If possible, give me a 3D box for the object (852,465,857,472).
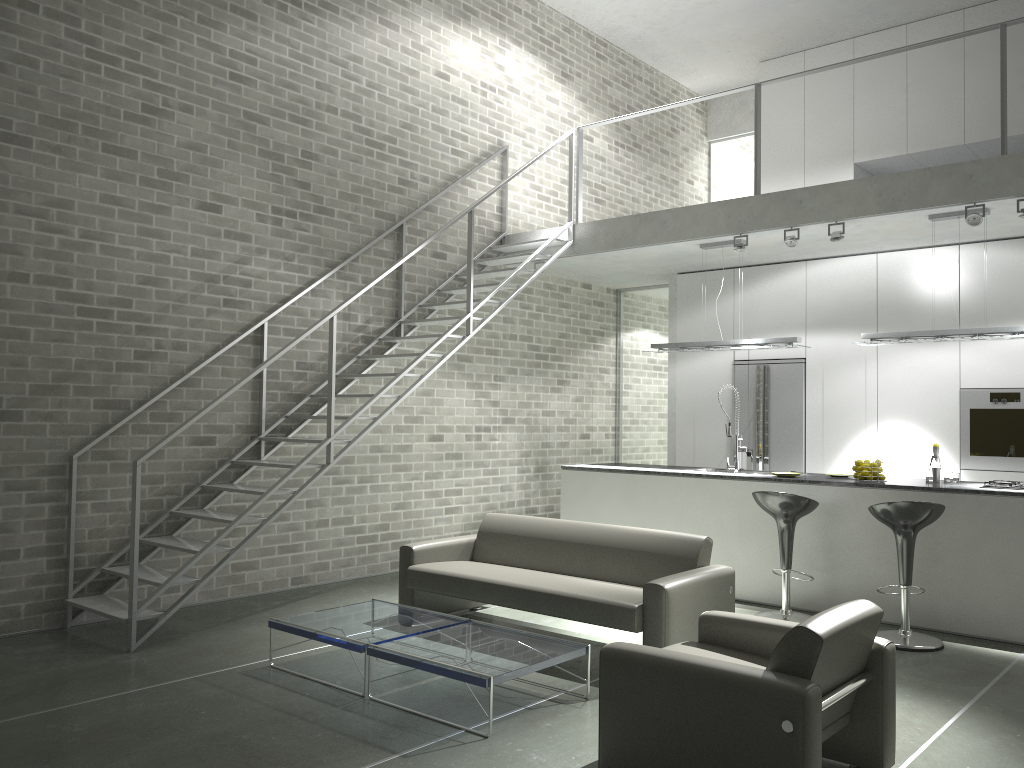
[{"bbox_3d":[2.611,0.643,6.731,0.053,0.051,0.063,1,-2,-1],"label":"object"}]

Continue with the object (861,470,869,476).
[{"bbox_3d":[2.625,0.664,6.596,0.061,0.054,0.052,1,-2,7],"label":"object"}]

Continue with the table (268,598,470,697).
[{"bbox_3d":[-0.803,1.458,5.005,0.820,0.270,0.800,-1,-3,40],"label":"table"}]

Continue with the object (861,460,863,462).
[{"bbox_3d":[2.640,0.604,6.738,0.052,0.060,0.057,0,-2,18],"label":"object"}]

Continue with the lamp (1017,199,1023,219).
[{"bbox_3d":[3.565,-1.217,6.132,0.109,0.135,0.109,1,-2,-2],"label":"lamp"}]

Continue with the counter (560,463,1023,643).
[{"bbox_3d":[2.410,1.214,7.017,4.400,0.960,0.900,-1,-3,40],"label":"counter"}]

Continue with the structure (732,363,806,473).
[{"bbox_3d":[2.559,0.754,8.835,0.743,1.900,0.160,-1,-3,40],"label":"structure"}]

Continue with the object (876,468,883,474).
[{"bbox_3d":[2.746,0.645,6.636,0.061,0.054,0.053,1,-2,-14],"label":"object"}]

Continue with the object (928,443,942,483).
[{"bbox_3d":[3.168,0.585,6.599,0.088,0.288,0.101,2,-2,-20],"label":"object"}]

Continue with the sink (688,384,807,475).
[{"bbox_3d":[1.986,0.519,7.558,0.987,1.023,0.546,-1,-3,40],"label":"sink"}]

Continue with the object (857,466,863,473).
[{"bbox_3d":[2.624,0.642,6.670,0.062,0.053,0.052,1,-2,2],"label":"object"}]

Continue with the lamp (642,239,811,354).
[{"bbox_3d":[1.873,-0.780,7.894,1.490,0.964,0.290,-1,-3,40],"label":"lamp"}]

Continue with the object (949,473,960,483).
[{"bbox_3d":[3.292,0.696,6.597,0.063,0.070,0.064,3,-3,-42],"label":"object"}]

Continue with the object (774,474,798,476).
[{"bbox_3d":[2.143,0.714,6.933,0.217,0.017,0.216,1,-2,-17],"label":"object"}]

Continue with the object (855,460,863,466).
[{"bbox_3d":[2.616,0.598,6.691,0.053,0.051,0.063,1,-2,-12],"label":"object"}]

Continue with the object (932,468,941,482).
[{"bbox_3d":[3.153,0.676,6.591,0.060,0.106,0.060,-1,-3,34],"label":"object"}]

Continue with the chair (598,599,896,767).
[{"bbox_3d":[0.924,1.204,3.546,0.910,0.717,0.963,-1,-3,40],"label":"chair"}]

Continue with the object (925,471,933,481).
[{"bbox_3d":[3.161,0.698,6.703,0.064,0.070,0.063,1,-2,-12],"label":"object"}]

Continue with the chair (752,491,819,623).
[{"bbox_3d":[1.937,1.214,6.270,0.464,0.931,0.457,2,-3,-36],"label":"chair"}]

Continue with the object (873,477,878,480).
[{"bbox_3d":[2.723,0.698,6.661,0.061,0.055,0.050,1,-2,-14],"label":"object"}]

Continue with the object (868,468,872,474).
[{"bbox_3d":[2.683,0.655,6.634,0.051,0.053,0.062,-1,-3,38],"label":"object"}]

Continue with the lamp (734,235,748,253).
[{"bbox_3d":[1.936,-1.189,7.506,0.109,0.136,0.109,1,-2,-8],"label":"lamp"}]

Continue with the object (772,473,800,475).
[{"bbox_3d":[2.143,0.709,6.933,0.217,0.017,0.216,1,-2,-17],"label":"object"}]

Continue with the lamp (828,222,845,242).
[{"bbox_3d":[2.562,-1.192,6.994,0.115,0.151,0.115,1,-2,-7],"label":"lamp"}]

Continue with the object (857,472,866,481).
[{"bbox_3d":[2.629,0.693,6.651,0.074,0.063,0.064,3,-3,-39],"label":"object"}]

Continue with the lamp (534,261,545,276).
[{"bbox_3d":[3.633,-1.123,8.610,6.854,0.136,0.110,1,-2,5],"label":"lamp"}]

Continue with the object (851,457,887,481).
[{"bbox_3d":[2.683,0.638,6.672,0.189,0.174,0.207,1,-2,-5],"label":"object"}]

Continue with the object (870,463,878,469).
[{"bbox_3d":[2.698,0.608,6.613,0.051,0.053,0.063,-1,-3,43],"label":"object"}]

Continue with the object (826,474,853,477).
[{"bbox_3d":[2.610,0.731,7.068,0.217,0.017,0.216,2,-2,-24],"label":"object"}]

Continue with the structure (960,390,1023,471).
[{"bbox_3d":[4.153,0.389,7.468,0.692,0.680,0.036,-1,-3,40],"label":"structure"}]

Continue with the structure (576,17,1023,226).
[{"bbox_3d":[2.768,-2.053,6.857,5.560,0.972,0.070,-1,-3,40],"label":"structure"}]

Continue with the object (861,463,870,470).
[{"bbox_3d":[2.640,0.619,6.620,0.061,0.052,0.053,-1,-3,43],"label":"object"}]

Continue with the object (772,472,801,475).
[{"bbox_3d":[2.143,0.704,6.933,0.217,0.017,0.216,1,-2,-17],"label":"object"}]

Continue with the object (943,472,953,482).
[{"bbox_3d":[3.290,0.699,6.690,0.064,0.070,0.063,1,-2,-12],"label":"object"}]

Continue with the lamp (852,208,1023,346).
[{"bbox_3d":[3.350,-0.806,6.643,1.490,0.964,0.290,-1,-3,40],"label":"lamp"}]

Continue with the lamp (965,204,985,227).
[{"bbox_3d":[3.302,-1.204,6.331,0.131,0.154,0.098,-1,-3,40],"label":"lamp"}]

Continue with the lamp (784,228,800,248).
[{"bbox_3d":[2.271,-1.188,7.212,0.115,0.151,0.115,1,-2,-7],"label":"lamp"}]

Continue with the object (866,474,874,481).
[{"bbox_3d":[2.665,0.693,6.604,0.051,0.053,0.063,-1,-3,38],"label":"object"}]

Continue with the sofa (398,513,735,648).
[{"bbox_3d":[0.267,1.275,5.685,2.114,0.717,0.902,-1,-3,40],"label":"sofa"}]

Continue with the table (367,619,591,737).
[{"bbox_3d":[-0.163,1.447,4.463,0.820,0.270,0.800,-1,-3,40],"label":"table"}]

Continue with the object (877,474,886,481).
[{"bbox_3d":[2.752,0.694,6.609,0.062,0.052,0.053,2,-2,-20],"label":"object"}]

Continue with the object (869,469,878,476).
[{"bbox_3d":[2.694,0.658,6.605,0.061,0.055,0.051,0,-2,10],"label":"object"}]

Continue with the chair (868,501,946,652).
[{"bbox_3d":[2.541,1.202,5.714,0.457,0.931,0.464,0,-2,21],"label":"chair"}]

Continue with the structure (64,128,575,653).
[{"bbox_3d":[-1.162,-0.453,7.212,0.902,4.246,4.345,-1,-3,40],"label":"structure"}]

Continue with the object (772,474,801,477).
[{"bbox_3d":[2.143,0.719,6.932,0.217,0.017,0.216,1,-2,-17],"label":"object"}]

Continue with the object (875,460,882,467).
[{"bbox_3d":[2.748,0.597,6.658,0.050,0.060,0.059,0,-2,30],"label":"object"}]

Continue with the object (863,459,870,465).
[{"bbox_3d":[2.675,0.595,6.679,0.051,0.053,0.063,-1,-3,32],"label":"object"}]

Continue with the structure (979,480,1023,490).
[{"bbox_3d":[3.539,0.696,6.081,0.500,0.038,0.500,-1,-3,40],"label":"structure"}]

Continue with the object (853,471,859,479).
[{"bbox_3d":[2.613,0.689,6.710,0.060,0.057,0.052,-1,-3,32],"label":"object"}]
